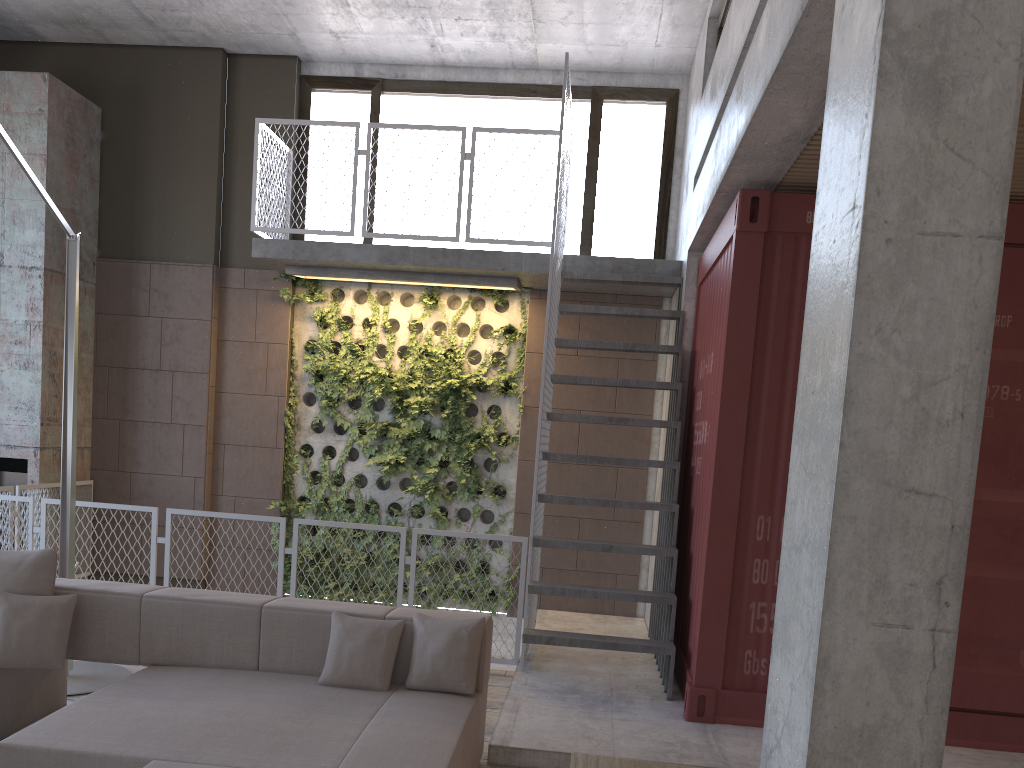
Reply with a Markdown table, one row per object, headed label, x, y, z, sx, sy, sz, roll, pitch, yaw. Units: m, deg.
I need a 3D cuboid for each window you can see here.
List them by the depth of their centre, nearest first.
| label | x | y | z | sx | sy | sz | roll | pitch | yaw |
| --- | --- | --- | --- | --- | --- | --- | --- | --- | --- |
| window | 1.166 | -2.761 | 2.523 | 0.113 | 0.609 | 8.424 | 4 | -3 | 6 |
| window | -0.291 | -1.935 | 8.319 | 3.562 | 1.767 | 0.109 | 4 | 5 | 5 |

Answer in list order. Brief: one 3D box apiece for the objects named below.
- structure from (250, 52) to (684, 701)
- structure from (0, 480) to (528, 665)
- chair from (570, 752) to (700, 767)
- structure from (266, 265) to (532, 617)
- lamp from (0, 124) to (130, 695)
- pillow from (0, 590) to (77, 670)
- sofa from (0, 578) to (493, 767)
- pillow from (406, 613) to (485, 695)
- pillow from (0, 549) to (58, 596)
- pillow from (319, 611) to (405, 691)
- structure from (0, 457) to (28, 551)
| label | x | y | z | sx | sy | sz | roll | pitch | yaw |
| --- | --- | --- | --- | --- | --- | --- | --- | --- | --- |
| structure | -0.525 | 0.010 | 7.115 | 3.680 | 4.351 | 3.018 | 4 | 2 | 5 |
| structure | -2.029 | 1.489 | 7.454 | 4.423 | 0.941 | 1.923 | 4 | -2 | 5 |
| chair | 0.177 | 1.205 | 1.157 | 0.348 | 1.204 | 0.717 | 5 | 3 | 9 |
| structure | -1.049 | 0.621 | 8.325 | 2.625 | 3.854 | 0.995 | 4 | 4 | 5 |
| lamp | -2.575 | 0.083 | 4.439 | 0.757 | 3.451 | 2.608 | 3 | 2 | -7 |
| pillow | -2.318 | 1.190 | 4.235 | 0.377 | 0.375 | 0.167 | 4 | 3 | -21 |
| sofa | -1.745 | 1.382 | 3.247 | 2.994 | 0.790 | 3.006 | 4 | -3 | 5 |
| pillow | -0.326 | 1.287 | 4.202 | 0.361 | 0.370 | 0.186 | 4 | 3 | 10 |
| pillow | -2.558 | 1.076 | 4.351 | 0.562 | 0.562 | 0.219 | 4 | 4 | 7 |
| pillow | -0.721 | 1.296 | 4.218 | 0.370 | 0.362 | 0.185 | 4 | 3 | 5 |
| structure | -4.616 | 1.124 | 7.981 | 0.575 | 0.936 | 0.056 | 4 | 5 | 5 |
